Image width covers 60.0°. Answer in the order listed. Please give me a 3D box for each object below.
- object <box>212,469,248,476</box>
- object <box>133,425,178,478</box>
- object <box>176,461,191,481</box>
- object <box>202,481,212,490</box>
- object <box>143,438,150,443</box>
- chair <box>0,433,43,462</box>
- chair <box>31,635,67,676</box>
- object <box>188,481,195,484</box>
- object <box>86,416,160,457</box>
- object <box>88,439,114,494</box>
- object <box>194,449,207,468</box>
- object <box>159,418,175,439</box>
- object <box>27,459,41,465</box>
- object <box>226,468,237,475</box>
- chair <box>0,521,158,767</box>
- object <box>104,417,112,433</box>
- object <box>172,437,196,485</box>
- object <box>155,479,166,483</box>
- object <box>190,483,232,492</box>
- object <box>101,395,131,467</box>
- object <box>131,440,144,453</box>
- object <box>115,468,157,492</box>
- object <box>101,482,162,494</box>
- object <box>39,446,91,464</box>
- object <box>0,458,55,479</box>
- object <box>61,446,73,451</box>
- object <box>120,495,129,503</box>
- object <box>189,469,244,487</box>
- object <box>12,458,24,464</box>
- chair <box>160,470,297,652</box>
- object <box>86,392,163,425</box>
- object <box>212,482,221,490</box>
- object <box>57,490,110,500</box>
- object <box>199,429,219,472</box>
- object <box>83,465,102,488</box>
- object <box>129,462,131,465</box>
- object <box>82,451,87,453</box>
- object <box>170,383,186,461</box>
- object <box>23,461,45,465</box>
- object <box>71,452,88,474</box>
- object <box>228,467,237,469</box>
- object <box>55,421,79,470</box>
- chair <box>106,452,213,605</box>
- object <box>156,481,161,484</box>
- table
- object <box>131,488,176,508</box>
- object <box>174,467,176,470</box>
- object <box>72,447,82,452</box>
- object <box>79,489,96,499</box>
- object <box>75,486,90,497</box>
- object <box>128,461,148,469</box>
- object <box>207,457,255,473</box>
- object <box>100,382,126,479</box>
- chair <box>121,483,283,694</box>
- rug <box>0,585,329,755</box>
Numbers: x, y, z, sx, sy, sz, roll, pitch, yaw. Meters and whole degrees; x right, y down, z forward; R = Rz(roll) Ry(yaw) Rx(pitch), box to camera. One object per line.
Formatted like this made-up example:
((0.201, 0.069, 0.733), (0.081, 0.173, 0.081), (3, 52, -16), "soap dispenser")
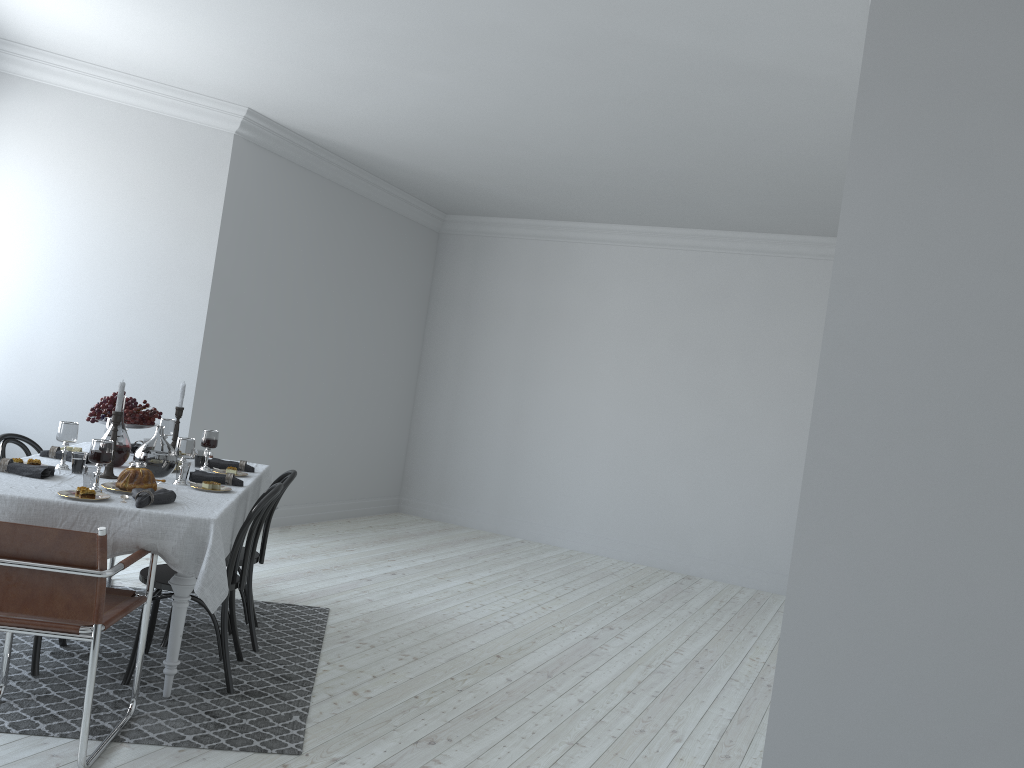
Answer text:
((-1.481, 0.470, 4.658), (0.182, 0.013, 0.182), (8, -1, 38), "object")
((-1.676, 0.318, 4.183), (0.194, 0.245, 0.194), (8, -1, 7), "object")
((-1.549, 0.411, 4.169), (0.066, 0.094, 0.066), (8, -1, 12), "object")
((-1.387, 0.462, 4.036), (0.057, 0.037, 0.021), (8, -1, 42), "object")
((-2.021, 0.353, 4.935), (0.066, 0.094, 0.066), (8, -1, 12), "object")
((-2.352, 0.737, 4.476), (0.564, 0.909, 0.463), (8, -1, 2), "chair")
((-2.228, 0.747, 3.911), (0.564, 0.909, 0.463), (9, -1, -13), "chair")
((-1.453, 0.467, 4.147), (0.131, 0.012, 0.031), (8, -1, -9), "object")
((-2.109, 0.290, 4.782), (0.367, 0.188, 0.367), (9, -1, -25), "object")
((-1.640, 0.330, 3.520), (0.083, 0.215, 0.083), (8, -1, 28), "object")
((-1.672, 0.402, 4.755), (0.066, 0.094, 0.066), (8, -1, 12), "object")
((-1.950, 0.305, 4.986), (0.083, 0.215, 0.083), (8, -1, 28), "object")
((-2.119, 0.351, 3.933), (0.057, 0.041, 0.038), (9, -1, -25), "object")
((-1.469, 0.458, 4.649), (0.057, 0.037, 0.021), (8, -1, 4), "object")
((-1.659, 0.857, 3.199), (0.546, 0.837, 0.593), (8, -1, -5), "chair")
((-2.053, 0.284, 4.558), (0.083, 0.215, 0.083), (8, -1, 19), "object")
((-1.511, 0.356, 4.077), (0.083, 0.215, 0.083), (8, -1, 28), "object")
((-1.646, 0.424, 3.994), (0.167, 0.031, 0.031), (9, -1, -32), "object")
((-1.376, 0.477, 4.051), (0.182, 0.013, 0.182), (8, -1, 38), "object")
((-1.934, 0.229, 4.342), (0.152, 0.352, 0.152), (9, -1, -16), "object")
((-2.158, 0.353, 5.025), (0.165, 0.061, 0.247), (9, -1, -27), "object")
((-1.561, 0.401, 3.704), (0.191, 0.105, 0.164), (8, -1, 43), "object")
((-1.577, 0.441, 3.701), (0.251, 0.018, 0.251), (8, -1, 23), "object")
((-2.151, 0.344, 4.301), (0.247, 0.061, 0.165), (9, -1, -27), "object")
((-2.042, 0.351, 3.697), (0.247, 0.061, 0.165), (9, -1, -27), "object")
((-2.270, 0.339, 4.519), (0.040, 0.039, 0.077), (8, -1, -7), "object")
((-1.513, 0.449, 3.462), (0.031, 0.012, 0.131), (9, -1, -24), "object")
((-1.437, 0.449, 4.298), (0.247, 0.061, 0.165), (9, -1, -27), "object")
((-2.173, 0.344, 3.893), (0.036, 0.039, 0.051), (8, -1, 0), "object")
((-1.468, 0.869, 4.610), (0.564, 0.909, 0.463), (9, -1, -18), "chair")
((-2.079, 0.128, 4.795), (0.347, 0.215, 0.318), (9, -1, -14), "object")
((-1.361, 0.466, 4.055), (0.057, 0.037, 0.021), (8, -1, 14), "object")
((-1.636, 0.429, 3.390), (0.182, 0.013, 0.182), (8, -1, 23), "object")
((-1.601, 0.352, 4.672), (0.083, 0.215, 0.083), (8, -1, 28), "object")
((-1.708, 0.380, 3.596), (0.066, 0.094, 0.066), (8, -1, 12), "object")
((-1.794, 0.420, 4.464), (0.251, 0.018, 0.251), (8, -1, 23), "object")
((-2.250, 0.355, 4.528), (0.182, 0.013, 0.182), (8, -1, 23), "object")
((-1.832, 0.209, 4.860), (0.089, 0.432, 0.089), (9, -1, -44), "object")
((-2.149, 0.361, 3.915), (0.182, 0.013, 0.182), (8, -1, 23), "object")
((-1.929, 0.353, 3.945), (0.066, 0.094, 0.066), (8, -1, 12), "object")
((-1.481, 0.457, 4.688), (0.051, 0.039, 0.036), (9, -1, -27), "object")
((-2.023, 0.281, 4.019), (0.083, 0.215, 0.083), (8, -1, 28), "object")
((-2.067, 0.827, 5.283), (0.546, 0.837, 0.593), (9, -1, -22), "chair")
((-1.664, 0.435, 3.982), (0.150, 0.009, 0.075), (9, -1, -32), "object")
((-1.847, 0.837, 4.239), (1.210, 0.842, 2.179), (8, -1, -10), "table")
((-1.395, 0.443, 3.480), (0.165, 0.061, 0.247), (9, -1, -27), "object")
((-1.702, 0.409, 4.472), (0.039, 0.040, 0.078), (8, -1, -2), "object")
((-2.228, 0.345, 4.525), (0.039, 0.040, 0.078), (8, -1, -2), "object")
((-1.612, 0.418, 3.371), (0.057, 0.041, 0.038), (9, -1, -33), "object")
((-1.650, 0.414, 3.412), (0.051, 0.039, 0.036), (9, -1, -27), "object")
((-1.638, 0.391, 3.877), (0.091, 0.101, 0.091), (9, -1, -22), "object")
((-1.555, 0.440, 4.891), (0.247, 0.061, 0.165), (9, -1, -27), "object")
((-1.774, 0.204, 3.965), (0.089, 0.432, 0.089), (9, -1, -44), "object")
((-1.396, 0.872, 4.043), (0.564, 0.909, 0.463), (9, -1, -13), "chair")
((-1.790, 1.263, 4.278), (1.701, 0.021, 2.166), (8, -1, -9), "rug")
